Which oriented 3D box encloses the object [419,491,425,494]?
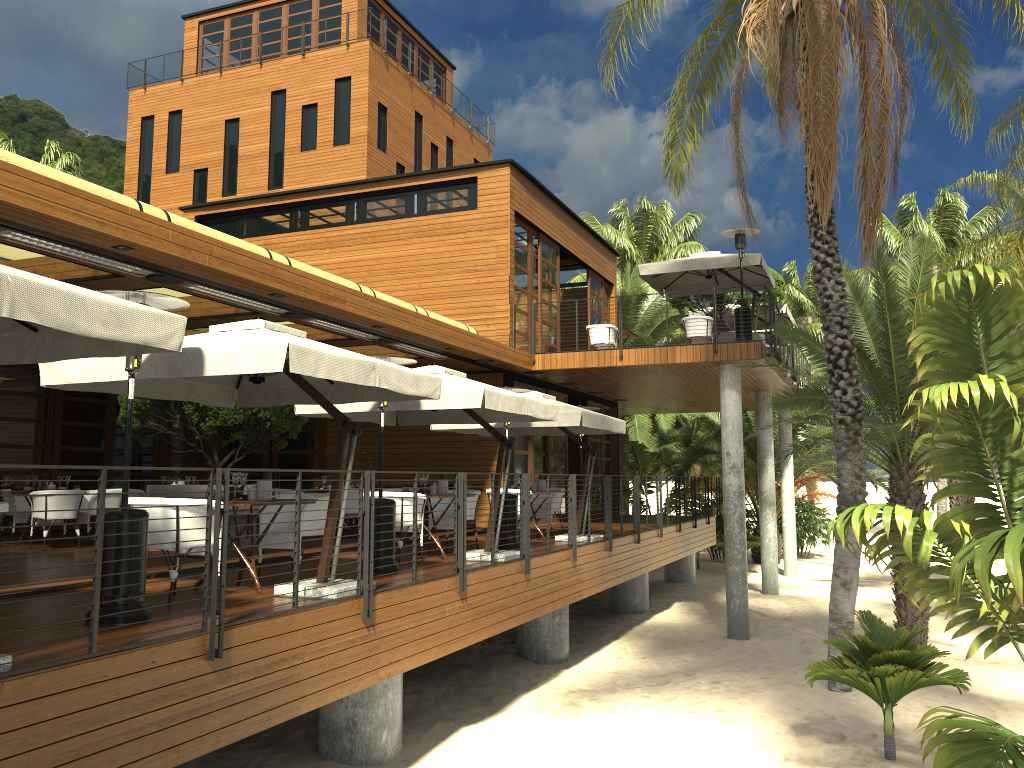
[{"bbox_3d":[-1.062,1.280,10.466,0.080,0.042,0.080,2,-7,-17],"label":"object"}]

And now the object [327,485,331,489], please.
[{"bbox_3d":[-2.953,1.680,14.365,0.086,0.086,0.086,-3,-7,23],"label":"object"}]

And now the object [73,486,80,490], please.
[{"bbox_3d":[-6.264,1.509,12.761,0.086,0.086,0.086,0,-7,0],"label":"object"}]

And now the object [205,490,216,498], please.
[{"bbox_3d":[-2.526,0.931,7.432,0.086,0.086,0.086,-3,-7,26],"label":"object"}]

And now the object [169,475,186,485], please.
[{"bbox_3d":[-5.834,1.714,15.475,0.263,0.264,0.263,2,-7,-19],"label":"object"}]

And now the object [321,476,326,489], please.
[{"bbox_3d":[-3.059,1.610,14.398,0.082,0.227,0.082,2,-7,-16],"label":"object"}]

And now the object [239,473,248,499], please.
[{"bbox_3d":[-2.387,0.903,7.857,0.082,0.227,0.082,-1,-7,11],"label":"object"}]

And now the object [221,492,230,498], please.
[{"bbox_3d":[-2.417,0.939,7.405,0.116,0.065,0.116,-2,-7,20],"label":"object"}]

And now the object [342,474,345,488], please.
[{"bbox_3d":[-2.871,1.623,14.659,0.263,0.264,0.263,3,-7,-22],"label":"object"}]

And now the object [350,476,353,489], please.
[{"bbox_3d":[-2.637,1.617,14.467,0.082,0.227,0.082,5,-8,-33],"label":"object"}]

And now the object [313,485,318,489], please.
[{"bbox_3d":[-3.262,1.721,14.737,0.086,0.086,0.086,-4,-8,32],"label":"object"}]

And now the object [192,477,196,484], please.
[{"bbox_3d":[-5.632,1.753,15.696,0.082,0.227,0.082,4,-8,-30],"label":"object"}]

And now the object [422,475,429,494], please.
[{"bbox_3d":[-1.019,1.178,10.413,0.082,0.227,0.082,-3,-8,23],"label":"object"}]

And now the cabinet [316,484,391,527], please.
[{"bbox_3d":[-2.991,2.374,17.249,1.610,0.840,0.556,-3,-7,22],"label":"cabinet"}]

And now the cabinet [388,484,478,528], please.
[{"bbox_3d":[-1.486,2.308,16.646,1.610,0.840,0.556,-3,-7,22],"label":"cabinet"}]

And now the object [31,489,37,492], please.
[{"bbox_3d":[-6.714,1.499,12.453,0.080,0.042,0.080,2,-7,-17],"label":"object"}]

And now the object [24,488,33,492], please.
[{"bbox_3d":[-6.815,1.491,12.488,0.116,0.065,0.116,-6,-9,43],"label":"object"}]

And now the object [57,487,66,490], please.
[{"bbox_3d":[-6.482,1.521,12.764,0.116,0.065,0.116,-6,-9,43],"label":"object"}]

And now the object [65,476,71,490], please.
[{"bbox_3d":[-6.350,1.425,12.660,0.082,0.227,0.082,-6,-9,40],"label":"object"}]

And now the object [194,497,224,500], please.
[{"bbox_3d":[-2.432,0.941,7.240,0.294,0.025,0.170,-3,-7,22],"label":"object"}]

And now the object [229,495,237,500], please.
[{"bbox_3d":[-2.324,0.946,7.367,0.080,0.042,0.080,2,-7,-17],"label":"object"}]

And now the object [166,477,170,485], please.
[{"bbox_3d":[-6.068,1.746,15.636,0.082,0.227,0.082,3,-8,-25],"label":"object"}]

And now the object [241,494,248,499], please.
[{"bbox_3d":[-2.341,0.990,7.778,0.080,0.042,0.080,2,-7,-17],"label":"object"}]

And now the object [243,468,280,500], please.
[{"bbox_3d":[-2.123,0.851,7.516,0.263,0.264,0.263,3,-7,-23],"label":"object"}]

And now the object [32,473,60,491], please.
[{"bbox_3d":[-6.651,1.411,12.664,0.263,0.264,0.263,-6,-9,39],"label":"object"}]

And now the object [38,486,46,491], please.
[{"bbox_3d":[-6.565,1.469,12.385,0.086,0.086,0.086,1,-7,-5],"label":"object"}]

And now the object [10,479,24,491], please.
[{"bbox_3d":[-7.033,1.447,12.610,0.167,0.179,0.163,-6,-9,42],"label":"object"}]

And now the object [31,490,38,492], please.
[{"bbox_3d":[-6.984,1.556,12.895,0.170,0.025,0.294,-5,-8,39],"label":"object"}]

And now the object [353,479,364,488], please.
[{"bbox_3d":[-2.512,1.649,14.515,0.163,0.179,0.167,2,-7,-19],"label":"object"}]

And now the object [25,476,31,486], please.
[{"bbox_3d":[-6.948,1.432,12.718,0.082,0.227,0.082,-6,-9,40],"label":"object"}]

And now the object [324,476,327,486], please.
[{"bbox_3d":[-3.134,1.654,14.802,0.082,0.227,0.082,5,-8,-33],"label":"object"}]

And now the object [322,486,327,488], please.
[{"bbox_3d":[-3.073,1.720,14.629,0.116,0.065,0.116,2,-7,-18],"label":"object"}]

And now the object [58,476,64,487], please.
[{"bbox_3d":[-6.611,1.460,12.979,0.082,0.227,0.082,-5,-9,33],"label":"object"}]

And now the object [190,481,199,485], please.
[{"bbox_3d":[-5.678,1.793,15.819,0.168,0.179,0.162,2,-7,-16],"label":"object"}]

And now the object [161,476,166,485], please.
[{"bbox_3d":[-5.993,1.701,15.220,0.082,0.227,0.082,4,-8,-30],"label":"object"}]

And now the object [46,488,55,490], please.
[{"bbox_3d":[-6.512,1.492,12.500,0.116,0.065,0.116,3,-7,-24],"label":"object"}]

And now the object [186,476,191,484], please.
[{"bbox_3d":[-5.582,1.707,15.275,0.082,0.227,0.082,3,-8,-25],"label":"object"}]

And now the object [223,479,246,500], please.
[{"bbox_3d":[-2.402,0.904,7.625,0.163,0.179,0.167,-3,-7,24],"label":"object"}]

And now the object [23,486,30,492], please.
[{"bbox_3d":[-6.883,1.490,12.581,0.086,0.086,0.086,0,-7,0],"label":"object"}]

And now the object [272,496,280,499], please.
[{"bbox_3d":[-2.235,1.013,7.904,0.294,0.025,0.170,-3,-7,22],"label":"object"}]

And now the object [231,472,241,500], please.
[{"bbox_3d":[-2.281,0.844,7.314,0.082,0.227,0.082,-3,-8,23],"label":"object"}]

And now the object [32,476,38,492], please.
[{"bbox_3d":[-6.670,1.395,12.380,0.082,0.227,0.082,-5,-9,33],"label":"object"}]

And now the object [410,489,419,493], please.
[{"bbox_3d":[-1.155,1.273,10.504,0.116,0.065,0.116,-2,-7,20],"label":"object"}]

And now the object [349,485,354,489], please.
[{"bbox_3d":[-2.632,1.706,14.601,0.086,0.086,0.086,-4,-8,32],"label":"object"}]
